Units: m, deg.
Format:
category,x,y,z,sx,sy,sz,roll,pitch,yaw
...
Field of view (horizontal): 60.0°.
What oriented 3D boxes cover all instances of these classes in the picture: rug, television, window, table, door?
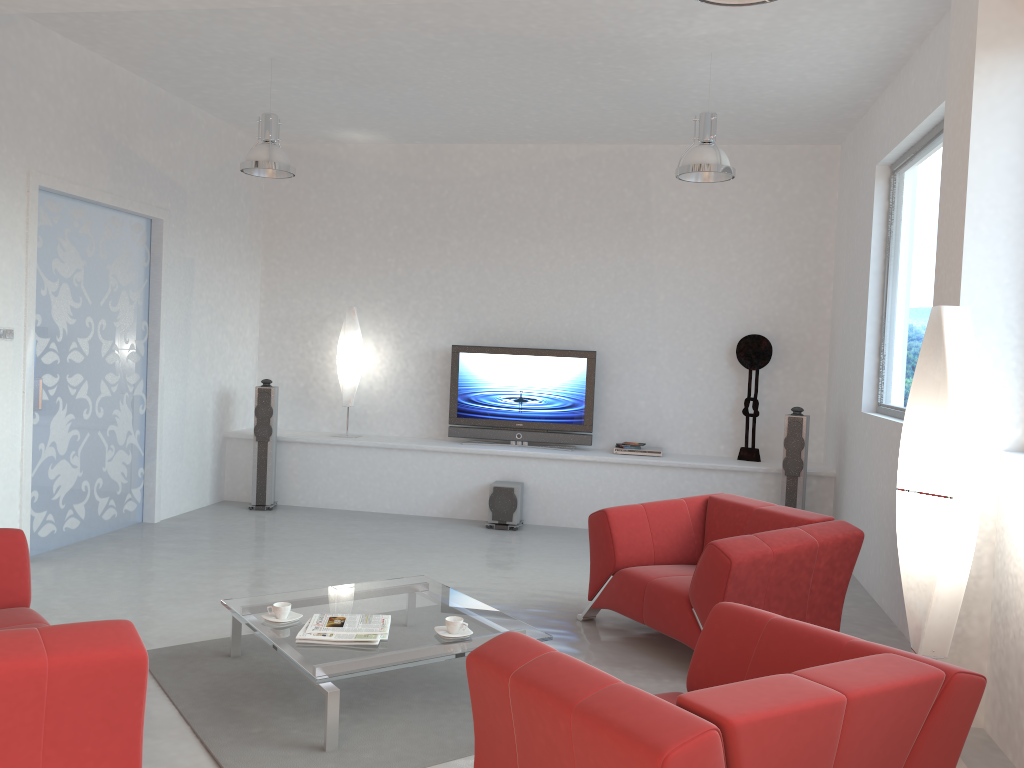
category,x,y,z,sx,sy,sz,roll,pitch,yaw
rug,-0.624,1.351,4.051,1.700,0.025,1.700,1,3,-35
television,0.086,0.122,8.281,1.356,0.919,0.343,3,2,10
window,2.549,-0.652,5.287,0.100,1.800,2.400,3,2,10
table,-0.608,1.206,4.052,1.097,0.286,1.162,1,3,-35
door,-3.107,-0.121,6.516,0.240,2.550,1.600,3,2,10

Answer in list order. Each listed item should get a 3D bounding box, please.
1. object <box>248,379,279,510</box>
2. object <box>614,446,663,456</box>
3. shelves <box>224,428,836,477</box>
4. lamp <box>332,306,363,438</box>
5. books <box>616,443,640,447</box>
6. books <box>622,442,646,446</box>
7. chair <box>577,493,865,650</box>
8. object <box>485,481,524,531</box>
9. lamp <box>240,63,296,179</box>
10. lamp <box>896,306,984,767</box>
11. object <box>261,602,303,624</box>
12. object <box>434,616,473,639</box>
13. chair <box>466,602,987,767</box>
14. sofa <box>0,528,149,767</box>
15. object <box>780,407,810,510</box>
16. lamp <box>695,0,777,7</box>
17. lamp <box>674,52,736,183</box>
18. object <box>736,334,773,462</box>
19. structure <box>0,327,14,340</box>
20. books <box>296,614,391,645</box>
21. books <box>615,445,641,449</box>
category,x,y,z,sx,sy,sz,roll,pitch,yaw
object,-2.253,0.544,8.097,0.255,1.184,0.273,2,2,-5
object,1.156,0.607,8.102,0.430,0.045,0.352,3,2,10
shelves,0.050,0.609,8.183,5.500,0.050,0.650,3,2,10
lamp,-1.555,-0.118,8.484,0.263,1.239,0.263,3,2,2
books,1.061,0.558,8.094,0.190,0.015,0.135,2,2,-10
books,1.111,0.546,8.079,0.190,0.015,0.135,3,2,20
chair,1.085,1.035,4.773,0.951,0.738,1.288,1,2,-30
object,-0.056,1.059,7.746,0.336,0.374,0.337,3,2,10
lamp,-1.698,-1.881,6.221,0.379,0.800,0.379,3,2,6
lamp,1.672,0.587,3.494,0.313,1.779,0.313,3,2,2
object,-1.021,1.014,3.942,0.153,0.069,0.153,4,3,37
object,-0.252,1.052,3.843,0.153,0.069,0.153,2,2,-23
chair,0.565,1.092,2.572,1.288,0.738,0.951,1,2,-30
sofa,-1.964,0.966,2.967,0.951,0.738,1.929,1,3,-40
object,2.317,0.776,7.282,0.255,1.184,0.273,4,2,25
lamp,0.733,-1.647,2.744,0.379,0.800,0.379,4,3,39
lamp,1.261,-1.731,5.696,0.379,0.800,0.379,1,3,-40
object,2.144,0.121,7.914,0.331,1.130,0.108,4,3,35
structure,-3.164,-0.313,5.520,0.016,0.080,0.170,3,2,10
books,-0.705,1.050,3.817,0.367,0.035,0.345,3,2,0
books,1.060,0.573,8.091,0.190,0.015,0.135,2,2,-25
